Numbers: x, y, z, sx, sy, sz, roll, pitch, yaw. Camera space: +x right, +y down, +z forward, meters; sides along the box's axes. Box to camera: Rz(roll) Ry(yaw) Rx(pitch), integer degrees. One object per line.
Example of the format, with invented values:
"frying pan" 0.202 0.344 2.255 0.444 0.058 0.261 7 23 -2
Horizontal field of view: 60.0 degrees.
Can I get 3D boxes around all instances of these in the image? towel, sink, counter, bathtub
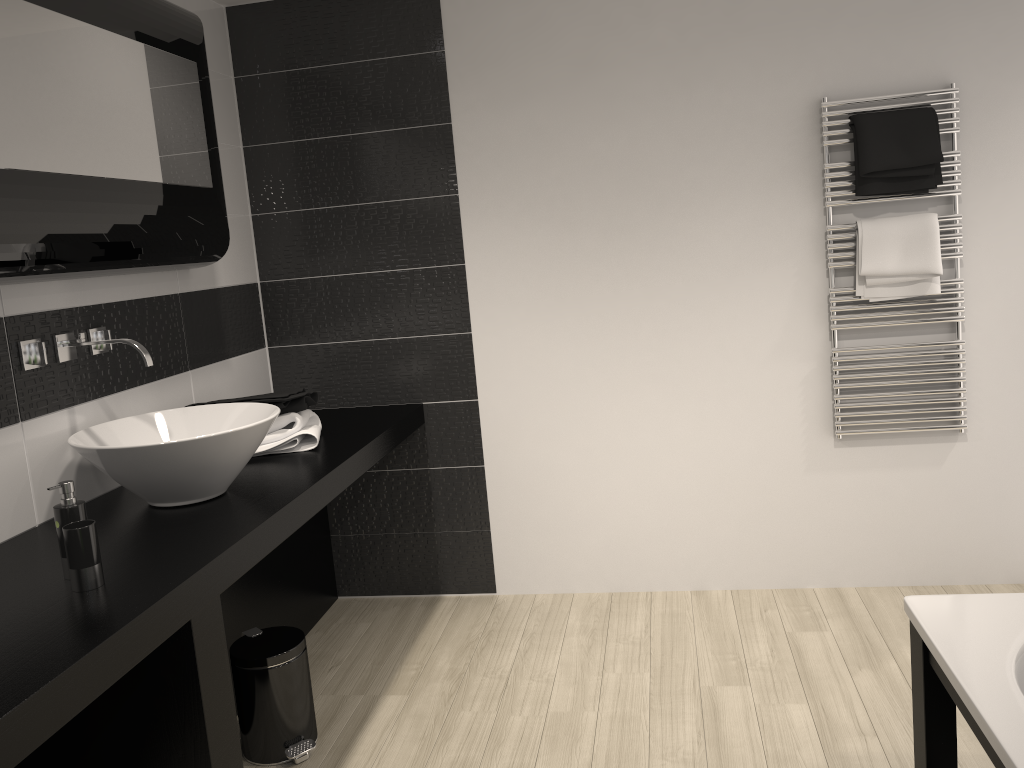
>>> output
"towel" 1.394 -0.837 3.205 0.300 0.308 0.141 -4 8 7
"sink" -0.927 0.211 2.496 0.560 0.211 0.561 -7 9 -11
"towel" -0.903 0.093 3.091 0.406 0.131 0.390 -6 9 -3
"towel" 1.420 -0.464 3.266 0.303 0.308 0.098 -4 8 11
"counter" -0.996 0.470 1.880 0.655 0.084 3.863 -4 9 10
"bathtub" 1.167 0.929 0.748 1.008 0.673 2.190 -4 9 10
"towel" -0.866 0.162 3.081 0.406 0.132 0.392 -6 9 -5

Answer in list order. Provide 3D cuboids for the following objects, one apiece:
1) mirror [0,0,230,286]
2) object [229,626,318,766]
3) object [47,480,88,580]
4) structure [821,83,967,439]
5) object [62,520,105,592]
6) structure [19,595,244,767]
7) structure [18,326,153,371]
"mirror" -1.281 -0.642 1.842 0.258 0.897 2.626 -4 9 10
"object" -0.726 0.952 2.727 0.301 0.337 0.227 -2 8 20
"object" -0.950 0.312 1.916 0.063 0.207 0.063 -6 8 -10
"structure" 1.427 -0.436 3.309 0.472 1.286 0.039 -4 7 10
"object" -0.890 0.356 1.842 0.063 0.133 0.063 2 11 44
"structure" -0.855 0.867 2.000 0.464 0.759 0.126 -4 7 10
"structure" -1.134 -0.097 2.484 0.259 0.108 0.369 -4 9 10
